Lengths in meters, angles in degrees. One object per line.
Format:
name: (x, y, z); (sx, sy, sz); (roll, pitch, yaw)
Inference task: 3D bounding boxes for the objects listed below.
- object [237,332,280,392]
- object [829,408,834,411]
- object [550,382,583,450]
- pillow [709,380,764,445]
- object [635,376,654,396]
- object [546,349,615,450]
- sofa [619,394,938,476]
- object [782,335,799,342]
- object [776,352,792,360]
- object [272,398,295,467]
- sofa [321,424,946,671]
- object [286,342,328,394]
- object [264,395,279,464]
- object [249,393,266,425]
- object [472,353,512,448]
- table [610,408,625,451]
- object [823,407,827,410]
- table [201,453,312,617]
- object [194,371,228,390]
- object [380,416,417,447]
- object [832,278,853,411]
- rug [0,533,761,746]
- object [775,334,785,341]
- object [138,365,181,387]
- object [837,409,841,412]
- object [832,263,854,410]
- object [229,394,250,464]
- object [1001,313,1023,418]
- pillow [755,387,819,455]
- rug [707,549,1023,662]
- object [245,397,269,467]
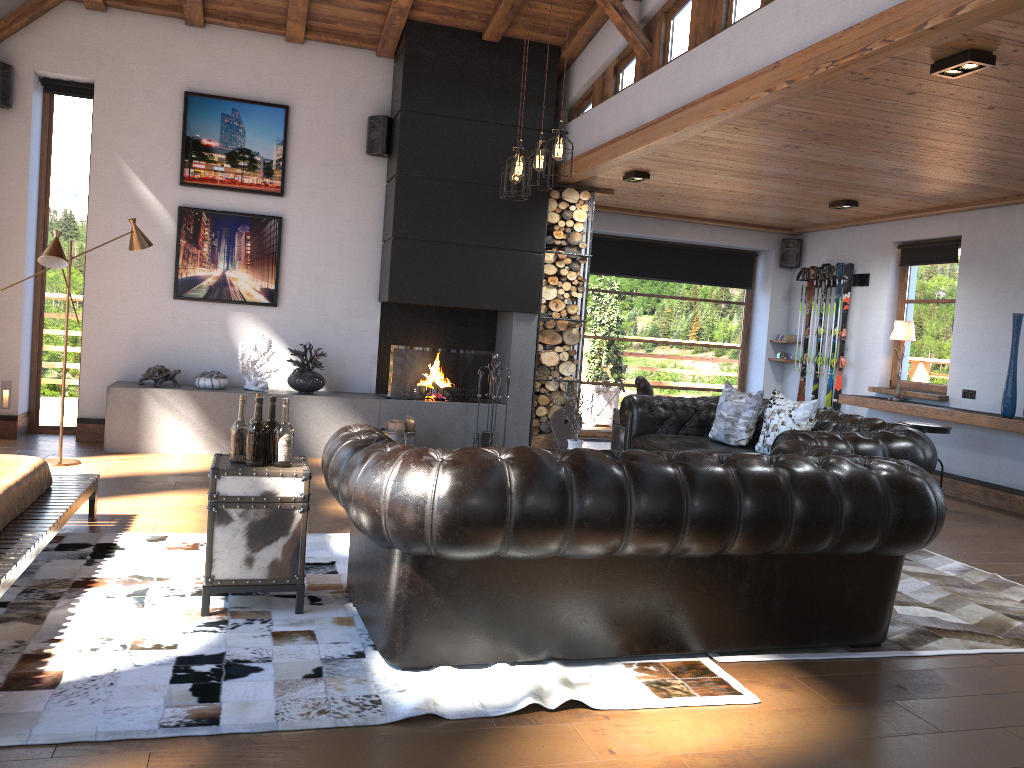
object: (-2.228, -0.192, 7.713); (0.422, 0.532, 0.262); (7, 4, 42)
object: (3.448, 0.396, 9.691); (0.254, 0.270, 0.116); (3, 3, -22)
object: (0.511, 0.373, 8.370); (0.270, 0.794, 0.261); (2, 3, -34)
pillow: (1.727, 0.219, 6.826); (0.285, 0.468, 0.526); (3, 3, -14)
object: (1.155, 0.087, 7.741); (0.148, 0.318, 0.250); (6, 3, 24)
object: (0.381, 0.186, 5.270); (0.407, 0.807, 0.619); (4, 3, -6)
sofa: (1.790, 0.565, 6.366); (1.248, 0.837, 2.551); (3, 4, -17)
object: (3.365, -0.554, 10.688); (0.191, 0.084, 0.159); (3, 4, -18)
object: (3.322, -0.344, 10.791); (0.187, 0.084, 0.354); (5, 4, 19)
object: (-0.956, 0.201, 3.711); (0.089, 0.286, 0.086); (2, 4, -40)
sofa: (0.529, 0.638, 3.750); (2.583, 0.837, 1.232); (3, 4, -18)
object: (-1.830, -0.148, 7.908); (0.340, 0.454, 0.335); (5, 3, 9)
object: (-1.027, 0.192, 3.778); (0.088, 0.286, 0.087); (2, 4, -39)
object: (-1.102, 0.182, 3.839); (0.088, 0.286, 0.087); (4, 3, -7)
object: (-0.177, 0.233, 7.943); (0.305, 1.017, 0.311); (6, 3, 28)
table: (1.125, 0.540, 7.789); (0.408, 0.609, 0.415); (3, 3, -17)
object: (3.428, 0.384, 9.860); (0.252, 0.270, 0.116); (4, 3, -2)
table: (-1.089, 0.631, 3.784); (0.408, 0.609, 0.415); (3, 3, -17)
object: (-2.614, -0.039, 7.697); (0.282, 0.160, 0.257); (3, 4, -15)
object: (-0.984, 0.493, 7.615); (0.383, 0.431, 0.386); (5, 3, 9)
object: (3.615, -0.506, 9.758); (0.116, 1.605, 0.095); (3, 3, -17)
rug: (-1.235, 0.902, 3.741); (3.832, 0.053, 2.418); (3, 4, -16)
object: (3.316, -0.568, 10.858); (0.161, 0.084, 0.188); (3, 4, -18)
object: (-2.988, -0.069, 7.558); (0.402, 0.182, 0.228); (6, 4, 27)
object: (3.482, 0.407, 9.570); (0.254, 0.270, 0.116); (3, 3, -22)
object: (3.632, -0.513, 9.661); (0.116, 1.605, 0.095); (3, 3, -17)
object: (-1.136, 0.187, 3.727); (0.088, 0.286, 0.087); (4, 3, -4)
object: (4.204, -0.143, 7.276); (0.271, 0.862, 0.112); (6, 3, 28)
pillow: (1.914, 0.274, 6.179); (0.285, 0.468, 0.526); (3, 3, -14)
rug: (1.460, 0.974, 5.736); (2.447, 0.053, 4.022); (3, 4, -16)
object: (-1.056, 0.195, 3.684); (0.086, 0.286, 0.088); (5, 3, 23)
